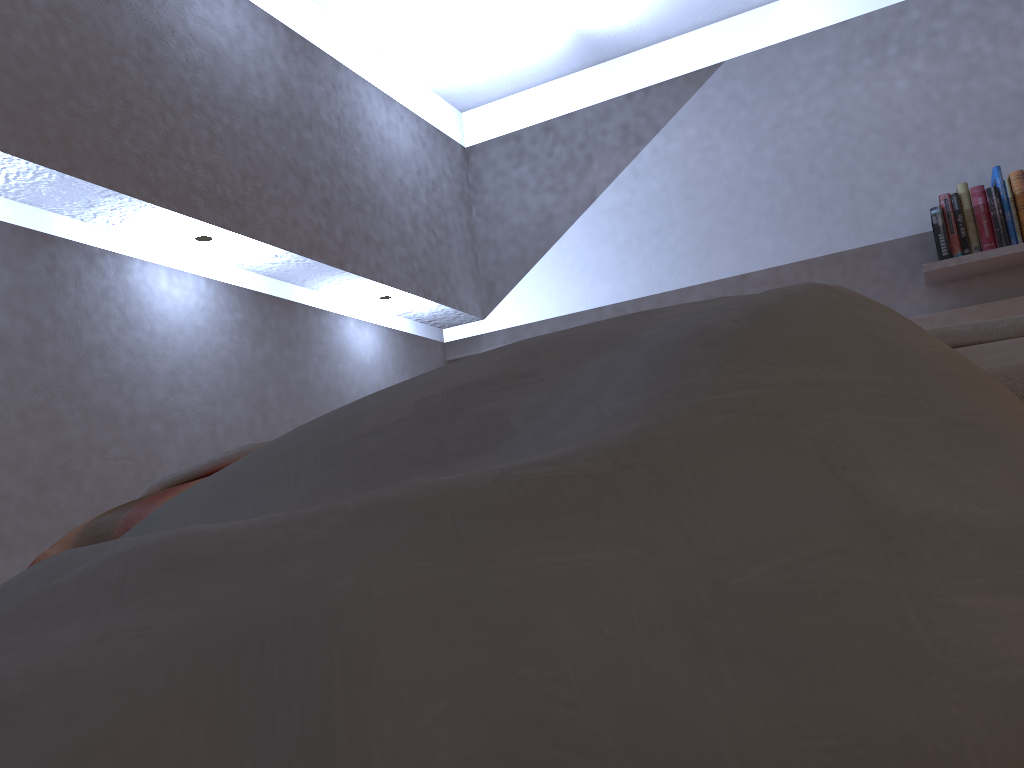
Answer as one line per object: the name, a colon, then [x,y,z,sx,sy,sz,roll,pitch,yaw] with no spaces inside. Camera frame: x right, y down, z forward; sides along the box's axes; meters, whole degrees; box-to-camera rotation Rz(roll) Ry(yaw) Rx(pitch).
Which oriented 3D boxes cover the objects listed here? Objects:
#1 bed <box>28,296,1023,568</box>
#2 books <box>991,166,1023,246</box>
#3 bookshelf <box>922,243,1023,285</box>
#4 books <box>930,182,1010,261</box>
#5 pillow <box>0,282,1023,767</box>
bed: [0.955,0.084,1.717,2.087,0.994,3.009,-11,-11,25]
books: [1.745,-0.596,2.988,0.178,0.281,0.200,-11,-11,25]
bookshelf: [1.850,-0.462,2.915,0.916,0.028,0.223,-11,-11,25]
books: [1.571,-0.552,3.062,0.209,0.260,0.215,-11,-11,25]
pillow: [-0.026,0.060,0.441,0.498,0.241,0.470,-5,-10,-9]
